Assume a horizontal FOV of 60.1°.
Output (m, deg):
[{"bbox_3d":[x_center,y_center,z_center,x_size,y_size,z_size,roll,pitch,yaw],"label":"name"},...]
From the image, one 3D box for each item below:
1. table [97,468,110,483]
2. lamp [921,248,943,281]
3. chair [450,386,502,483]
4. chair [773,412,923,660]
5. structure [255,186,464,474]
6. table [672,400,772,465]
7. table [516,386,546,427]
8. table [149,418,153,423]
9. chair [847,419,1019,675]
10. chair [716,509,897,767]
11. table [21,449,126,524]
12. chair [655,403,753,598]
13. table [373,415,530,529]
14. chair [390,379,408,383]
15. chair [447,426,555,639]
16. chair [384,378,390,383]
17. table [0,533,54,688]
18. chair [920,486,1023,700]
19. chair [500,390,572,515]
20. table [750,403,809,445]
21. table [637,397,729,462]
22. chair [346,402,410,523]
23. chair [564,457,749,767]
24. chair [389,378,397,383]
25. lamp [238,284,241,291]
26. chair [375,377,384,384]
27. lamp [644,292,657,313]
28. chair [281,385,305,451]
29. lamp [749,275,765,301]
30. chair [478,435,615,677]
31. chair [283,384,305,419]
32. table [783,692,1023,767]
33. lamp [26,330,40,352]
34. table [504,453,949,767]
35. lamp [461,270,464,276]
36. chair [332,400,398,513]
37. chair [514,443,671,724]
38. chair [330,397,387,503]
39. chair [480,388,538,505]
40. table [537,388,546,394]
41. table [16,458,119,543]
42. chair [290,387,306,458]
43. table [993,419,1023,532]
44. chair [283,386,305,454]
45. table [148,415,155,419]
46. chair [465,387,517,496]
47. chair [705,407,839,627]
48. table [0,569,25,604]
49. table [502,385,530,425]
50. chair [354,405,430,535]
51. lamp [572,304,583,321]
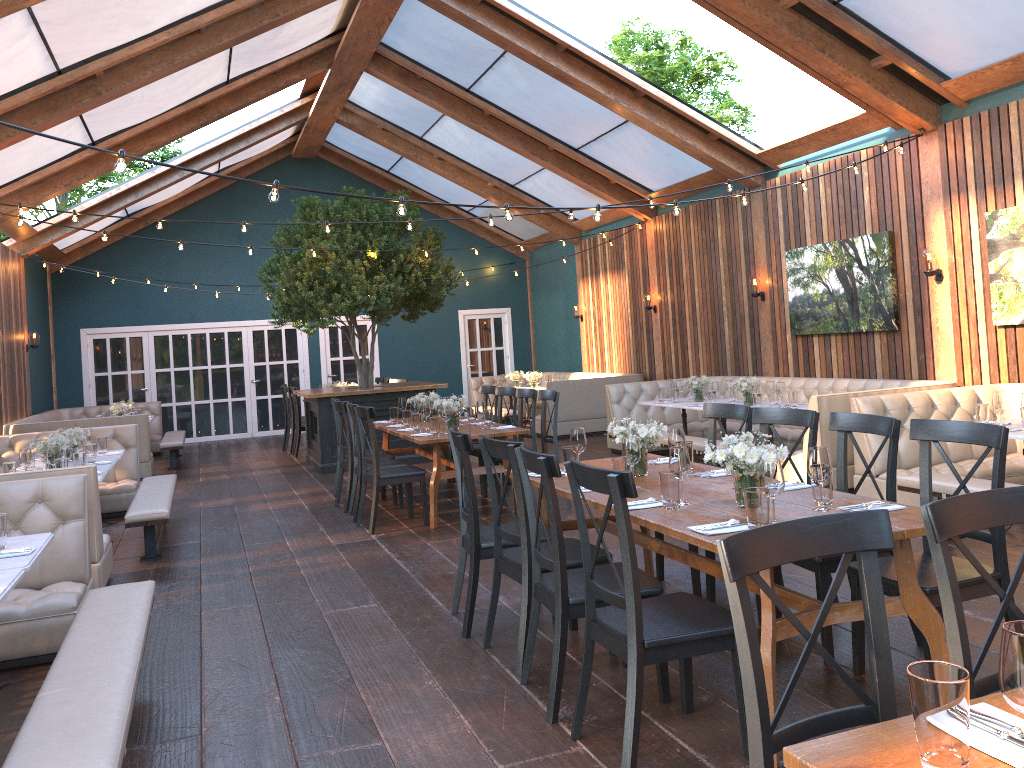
[{"bbox_3d":[-3.443,1.043,6.590,0.799,0.673,0.798,-4,1,-20],"label":"table"},{"bbox_3d":[3.937,-1.120,8.309,0.178,0.320,0.146,-4,-1,-19],"label":"lamp"},{"bbox_3d":[-0.380,0.545,9.424,0.540,1.021,0.476,-3,-1,-19],"label":"chair"},{"bbox_3d":[1.503,0.668,4.095,0.540,1.021,0.476,-4,-1,-14],"label":"chair"},{"bbox_3d":[-1.995,-0.808,11.927,2.716,3.701,2.848,-4,0,-11],"label":"structure"},{"bbox_3d":[2.280,0.547,9.492,0.799,0.673,0.798,-4,1,-19],"label":"table"},{"bbox_3d":[0.262,0.415,15.203,0.799,0.673,0.798,-4,1,-19],"label":"table"},{"bbox_3d":[-5.732,0.893,13.070,0.799,0.673,0.798,-4,1,-19],"label":"table"},{"bbox_3d":[1.689,0.680,3.567,0.540,1.021,0.476,-3,-1,-19],"label":"chair"},{"bbox_3d":[0.760,0.820,1.790,0.478,1.021,0.538,-3,0,-24],"label":"chair"},{"bbox_3d":[-3.986,1.008,8.127,0.800,0.673,0.798,-4,1,-20],"label":"table"},{"bbox_3d":[1.130,0.644,5.150,0.540,1.021,0.476,-3,-1,-19],"label":"chair"},{"bbox_3d":[-0.675,0.756,8.397,0.951,0.730,2.428,-4,2,-19],"label":"table"},{"bbox_3d":[-1.869,0.450,13.577,0.540,1.021,0.476,-3,-1,-36],"label":"chair"},{"bbox_3d":[-0.063,0.739,4.719,0.540,1.021,0.476,-4,-1,-12],"label":"chair"},{"bbox_3d":[-2.229,0.424,14.656,0.540,1.021,0.476,-4,-1,-14],"label":"chair"},{"bbox_3d":[-2.482,1.106,3.870,0.800,0.673,0.798,-4,1,-20],"label":"table"},{"bbox_3d":[1.287,0.778,1.978,0.478,1.021,0.538,-3,0,-19],"label":"chair"},{"bbox_3d":[0.179,0.581,7.841,0.540,1.021,0.476,-4,-1,-14],"label":"chair"},{"bbox_3d":[2.552,0.565,8.723,0.799,0.673,0.798,-4,1,-20],"label":"table"},{"bbox_3d":[2.009,0.529,10.260,0.800,0.673,0.798,-4,1,-20],"label":"table"},{"bbox_3d":[-1.210,0.665,7.941,0.540,1.021,0.476,-4,-1,-17],"label":"chair"},{"bbox_3d":[0.503,0.775,3.145,0.540,1.021,0.476,-3,-1,-19],"label":"chair"},{"bbox_3d":[-2.042,0.436,14.127,0.540,1.021,0.476,-3,-1,-19],"label":"chair"},{"bbox_3d":[-4.694,-1.654,15.219,0.056,0.121,0.056,-4,-1,5],"label":"lamp"},{"bbox_3d":[-2.415,0.412,15.183,0.540,1.021,0.476,-3,-1,-24],"label":"chair"},{"bbox_3d":[2.101,-1.240,13.505,0.178,0.320,0.146,-4,-1,-19],"label":"lamp"},{"bbox_3d":[-3.451,0.521,14.220,0.540,1.021,0.476,-4,-1,-14],"label":"chair"},{"bbox_3d":[3.015,-1.181,10.918,0.178,0.320,0.146,-4,-1,-19],"label":"lamp"},{"bbox_3d":[0.153,0.749,4.194,0.540,1.021,0.476,-3,-1,-23],"label":"chair"},{"bbox_3d":[-3.562,0.503,14.775,0.540,1.021,0.476,-4,-1,-14],"label":"chair"},{"bbox_3d":[1.793,0.914,1.488,2.433,0.731,0.949,-4,1,-20],"label":"table"},{"bbox_3d":[-7.111,-0.638,13.142,0.178,0.320,0.146,-4,-1,-19],"label":"lamp"},{"bbox_3d":[0.827,0.854,4.147,0.951,0.730,2.428,-4,2,-19],"label":"table"},{"bbox_3d":[-1.001,-2.242,17.874,0.056,0.121,0.056,-4,-1,2],"label":"lamp"},{"bbox_3d":[-1.419,0.655,8.461,0.540,1.021,0.476,-3,-1,-24],"label":"chair"},{"bbox_3d":[0.311,0.763,3.670,0.540,1.021,0.476,-4,-1,-14],"label":"chair"},{"bbox_3d":[-1.571,0.640,9.000,0.540,1.021,0.476,-4,-1,-14],"label":"chair"},{"bbox_3d":[-0.007,0.569,8.369,0.540,1.021,0.476,-3,-1,-19],"label":"chair"},{"bbox_3d":[0.534,0.433,14.434,0.800,0.673,0.798,-4,1,-20],"label":"table"},{"bbox_3d":[-3.714,1.025,7.359,0.799,0.673,0.798,-4,1,-19],"label":"table"},{"bbox_3d":[-3.018,0.541,13.186,0.540,1.021,0.476,-3,-1,-19],"label":"chair"},{"bbox_3d":[3.513,0.627,6.003,0.800,0.673,0.798,-4,1,-20],"label":"table"},{"bbox_3d":[-3.250,0.533,13.698,0.540,1.021,0.476,-3,-1,-24],"label":"chair"},{"bbox_3d":[-6.004,0.876,13.839,0.799,0.673,0.798,-4,1,-20],"label":"table"},{"bbox_3d":[-0.194,0.557,8.896,0.540,1.021,0.476,-3,-1,-24],"label":"chair"},{"bbox_3d":[1.316,0.656,4.622,0.540,1.021,0.476,-3,-1,-24],"label":"chair"},{"bbox_3d":[-2.210,1.124,3.101,0.799,0.673,0.798,-4,1,-19],"label":"table"},{"bbox_3d":[-0.009,0.397,15.972,0.799,0.673,0.798,-4,1,-20],"label":"table"},{"bbox_3d":[-1.023,0.677,7.413,0.540,1.021,0.476,-3,-1,-24],"label":"chair"},{"bbox_3d":[1.186,-1.300,16.095,0.178,0.320,0.146,-4,-1,-19],"label":"lamp"}]
